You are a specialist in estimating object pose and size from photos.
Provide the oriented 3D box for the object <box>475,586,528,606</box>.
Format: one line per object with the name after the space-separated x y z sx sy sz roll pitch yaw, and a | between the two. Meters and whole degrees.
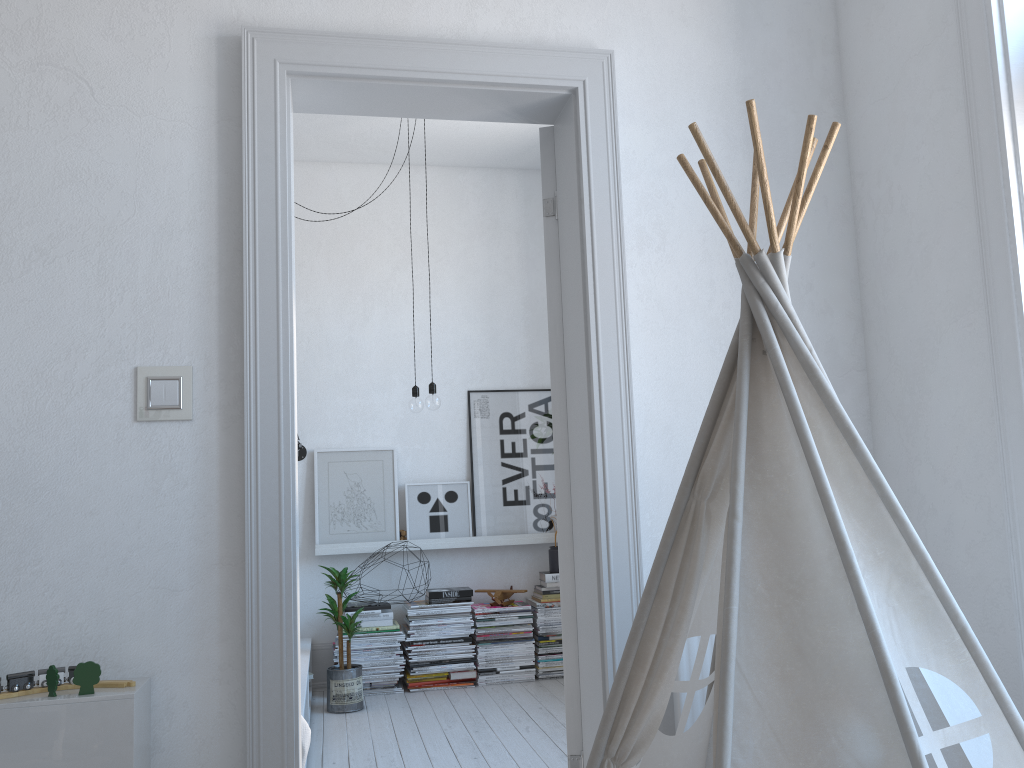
-0.064 1.167 4.871 0.258 0.086 0.257 0 -7 -17 | object

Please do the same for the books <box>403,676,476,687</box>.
-0.385 1.554 4.685 0.362 0.016 0.188 0 -7 -18 | books

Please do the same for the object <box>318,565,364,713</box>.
-0.821 1.218 4.293 0.250 0.683 0.201 -3 -6 6 | object

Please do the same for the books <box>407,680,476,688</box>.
-0.380 1.566 4.690 0.357 0.007 0.227 -1 -7 -10 | books

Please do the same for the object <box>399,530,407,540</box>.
-0.619 0.849 4.916 0.098 0.079 0.035 -7 -8 35 | object

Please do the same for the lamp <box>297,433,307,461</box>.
-1.219 0.269 4.553 0.200 0.669 0.688 -2 -7 -3 | lamp

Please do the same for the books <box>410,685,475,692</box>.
-0.380 1.593 4.716 0.335 0.008 0.271 -1 -7 -9 | books

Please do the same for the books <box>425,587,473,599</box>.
-0.337 1.116 4.745 0.235 0.035 0.163 -1 -7 -12 | books

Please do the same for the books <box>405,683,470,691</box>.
-0.393 1.586 4.715 0.335 0.008 0.271 -1 -7 -15 | books

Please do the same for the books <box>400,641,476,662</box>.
-0.393 1.409 4.731 0.375 0.080 0.304 -1 -7 -13 | books

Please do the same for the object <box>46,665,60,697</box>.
-0.955 0.617 1.843 0.029 0.063 0.007 -4 -7 15 | object

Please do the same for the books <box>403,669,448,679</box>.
-0.457 1.515 4.666 0.217 0.010 0.212 -1 -7 -13 | books

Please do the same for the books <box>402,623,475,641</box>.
-0.401 1.311 4.746 0.375 0.062 0.290 -1 -7 -12 | books

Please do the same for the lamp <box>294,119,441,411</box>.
-1.049 -0.616 4.167 1.381 1.528 0.074 -1 -6 -7 | lamp

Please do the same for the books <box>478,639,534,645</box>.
-0.057 1.379 4.805 0.306 0.009 0.247 -1 -7 -14 | books

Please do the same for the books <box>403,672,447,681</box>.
-0.458 1.526 4.662 0.212 0.014 0.203 0 -7 -16 | books

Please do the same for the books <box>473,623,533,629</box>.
-0.065 1.298 4.815 0.306 0.007 0.255 -1 -7 -12 | books

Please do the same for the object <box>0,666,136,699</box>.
-1.256 0.635 1.821 0.902 0.047 0.111 0 -7 -17 | object

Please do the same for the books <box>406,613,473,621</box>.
-0.390 1.233 4.723 0.339 0.010 0.173 -1 -7 -11 | books

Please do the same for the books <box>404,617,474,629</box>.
-0.391 1.262 4.753 0.351 0.041 0.293 -1 -7 -14 | books

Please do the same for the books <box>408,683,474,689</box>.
-0.386 1.579 4.724 0.346 0.009 0.285 -2 -7 -6 | books

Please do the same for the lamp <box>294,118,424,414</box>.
-1.139 -0.600 4.271 1.381 1.528 0.074 -1 -6 -7 | lamp

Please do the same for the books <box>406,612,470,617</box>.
-0.400 1.219 4.741 0.326 0.008 0.194 -1 -7 -13 | books

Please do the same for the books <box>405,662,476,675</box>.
-0.386 1.495 4.732 0.354 0.040 0.292 -1 -7 -11 | books

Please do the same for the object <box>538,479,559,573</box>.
0.297 0.765 4.936 0.293 0.553 0.157 -2 -6 -2 | object

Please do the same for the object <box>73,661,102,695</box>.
-0.887 0.613 1.851 0.054 0.066 0.009 0 -7 -21 | object

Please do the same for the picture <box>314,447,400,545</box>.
-0.854 0.621 4.877 0.452 0.536 0.063 -1 -6 -13 | picture

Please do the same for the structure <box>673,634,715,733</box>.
0.706 0.795 2.240 0.635 0.460 0.076 0 -7 -15 | structure

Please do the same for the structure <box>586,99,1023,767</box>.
0.501 0.325 1.644 1.143 1.748 1.144 2 -8 -36 | structure

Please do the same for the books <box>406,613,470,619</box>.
-0.391 1.221 4.700 0.329 0.007 0.129 -1 -7 -10 | books

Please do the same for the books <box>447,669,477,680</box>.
-0.281 1.531 4.746 0.139 0.038 0.297 -1 -7 -12 | books

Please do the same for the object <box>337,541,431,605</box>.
-0.671 1.000 4.695 0.478 0.326 0.317 -3 -7 5 | object

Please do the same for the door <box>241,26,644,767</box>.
0.033 0.214 2.388 1.465 2.175 0.505 1 -7 -27 | door

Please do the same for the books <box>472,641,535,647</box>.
-0.053 1.389 4.801 0.313 0.011 0.242 -1 -7 -11 | books

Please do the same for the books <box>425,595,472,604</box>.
-0.345 1.150 4.765 0.228 0.028 0.199 -1 -7 -12 | books

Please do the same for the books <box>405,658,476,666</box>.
-0.382 1.456 4.699 0.354 0.008 0.180 0 -7 -16 | books

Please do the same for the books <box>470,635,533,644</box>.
-0.070 1.370 4.811 0.308 0.012 0.290 -1 -7 -13 | books

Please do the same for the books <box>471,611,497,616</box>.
-0.155 1.227 4.779 0.121 0.010 0.173 -1 -7 -14 | books

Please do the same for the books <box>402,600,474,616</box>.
-0.404 1.188 4.754 0.348 0.053 0.295 -1 -7 -14 | books

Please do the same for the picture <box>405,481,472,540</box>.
-0.409 0.715 4.951 0.366 0.329 0.040 -1 -7 -15 | picture

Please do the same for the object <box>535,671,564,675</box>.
0.276 1.562 4.879 0.324 0.007 0.253 -1 -7 -7 | object

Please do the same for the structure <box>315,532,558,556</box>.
-0.314 0.884 4.952 1.534 0.056 0.138 -1 -7 -12 | structure

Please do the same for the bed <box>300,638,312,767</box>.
-1.990 1.223 3.689 2.283 0.622 2.293 -1 -7 -12 | bed

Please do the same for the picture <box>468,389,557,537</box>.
0.076 0.451 5.097 0.631 0.849 0.073 -1 -6 -11 | picture

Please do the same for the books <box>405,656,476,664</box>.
-0.384 1.449 4.698 0.355 0.007 0.182 0 -7 -18 | books

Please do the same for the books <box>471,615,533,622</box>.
-0.065 1.261 4.823 0.310 0.012 0.260 -1 -7 -13 | books

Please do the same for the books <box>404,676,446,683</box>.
-0.460 1.542 4.675 0.205 0.013 0.187 -1 -7 -12 | books

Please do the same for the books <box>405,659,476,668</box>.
-0.382 1.465 4.700 0.353 0.010 0.218 0 -7 -16 | books

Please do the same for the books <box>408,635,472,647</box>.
-0.387 1.352 4.706 0.319 0.027 0.208 -1 -7 -11 | books

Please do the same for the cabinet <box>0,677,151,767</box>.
-1.266 0.885 1.803 0.970 0.454 0.183 -1 -7 -12 | cabinet
